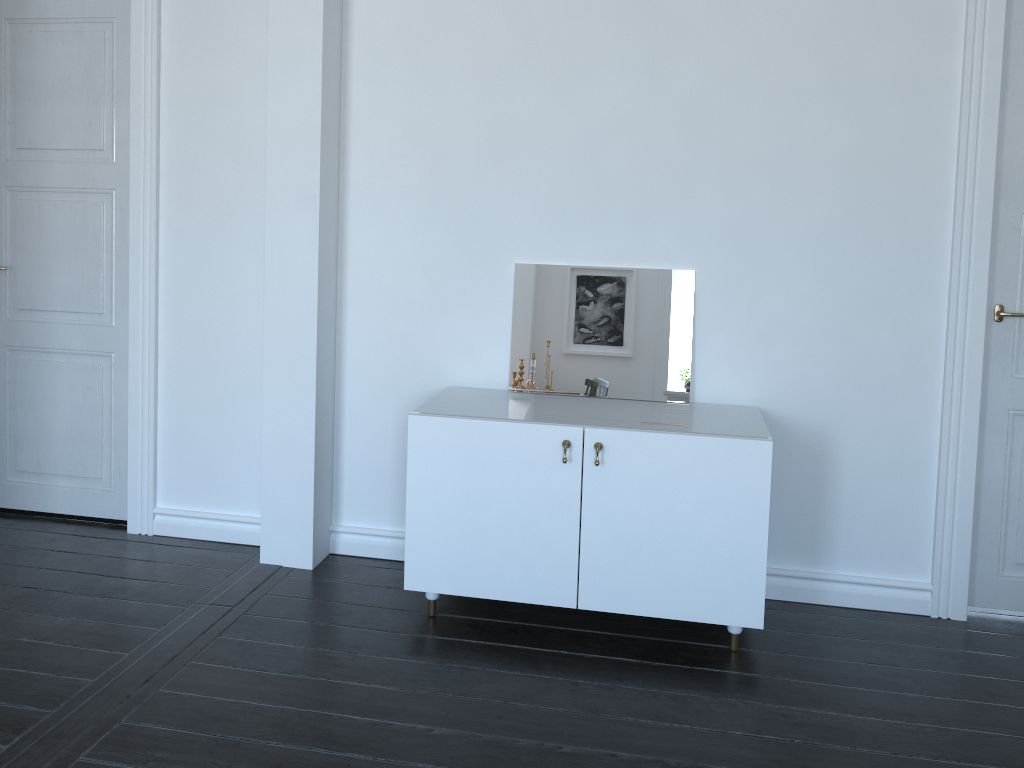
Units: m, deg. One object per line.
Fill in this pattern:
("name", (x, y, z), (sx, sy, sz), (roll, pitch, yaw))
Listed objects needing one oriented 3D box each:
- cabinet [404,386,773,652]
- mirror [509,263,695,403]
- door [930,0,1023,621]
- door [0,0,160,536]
("cabinet", (0.270, 0.460, 3.164), (1.201, 0.729, 0.596), (3, 6, 10))
("mirror", (0.342, -0.202, 3.406), (0.696, 0.499, 0.054), (3, 4, 10))
("door", (2.164, -0.340, 3.112), (1.170, 2.455, 0.117), (3, 3, 10))
("door", (-2.014, -0.612, 3.882), (1.042, 2.455, 0.117), (3, 3, 10))
